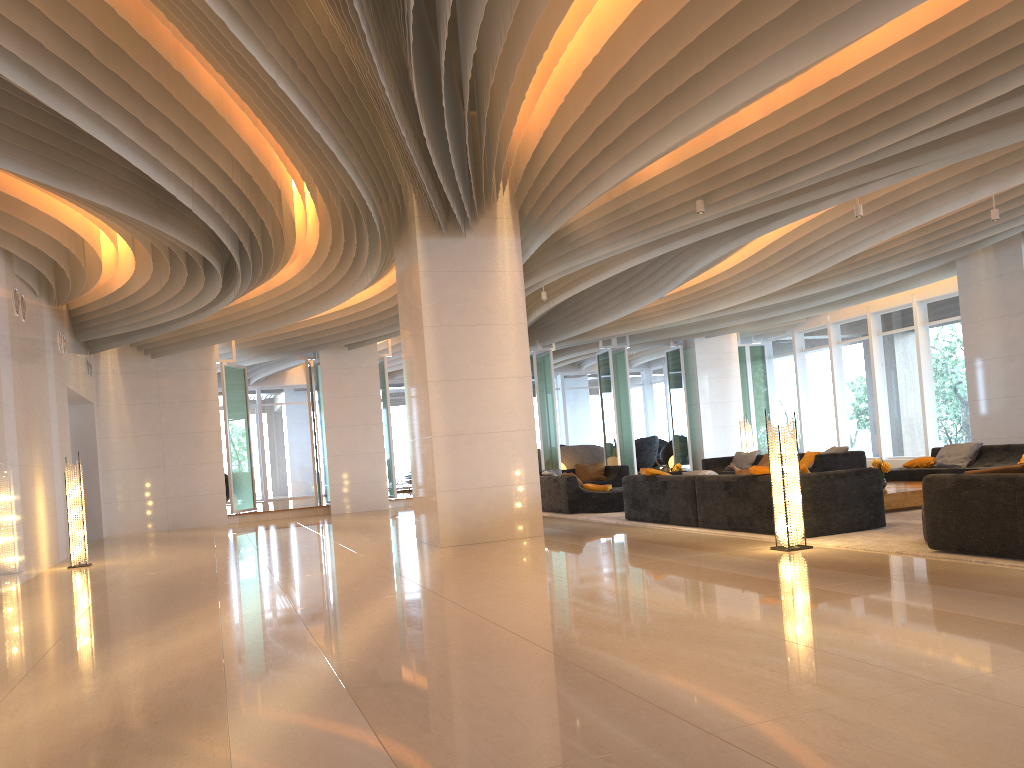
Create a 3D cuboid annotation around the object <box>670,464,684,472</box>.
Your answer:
[{"bbox_3d":[2.921,1.576,15.670,0.235,0.376,0.268,-5,-2,12],"label":"object"}]

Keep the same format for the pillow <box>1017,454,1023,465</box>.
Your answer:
[{"bbox_3d":[6.655,0.915,11.071,0.454,0.393,0.632,-3,-4,-20],"label":"pillow"}]

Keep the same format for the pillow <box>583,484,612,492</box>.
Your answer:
[{"bbox_3d":[1.313,1.582,13.583,0.407,0.135,0.420,-6,-4,14],"label":"pillow"}]

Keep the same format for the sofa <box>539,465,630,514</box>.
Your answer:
[{"bbox_3d":[1.527,1.761,15.591,2.853,0.652,5.050,-3,-5,-19],"label":"sofa"}]

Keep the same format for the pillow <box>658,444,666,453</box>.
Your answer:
[{"bbox_3d":[4.906,2.093,28.868,0.502,0.408,0.466,-5,-3,7],"label":"pillow"}]

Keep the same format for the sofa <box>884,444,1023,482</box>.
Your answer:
[{"bbox_3d":[6.258,1.100,11.565,1.365,0.581,4.110,-3,-5,-21],"label":"sofa"}]

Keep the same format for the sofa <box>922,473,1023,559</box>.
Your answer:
[{"bbox_3d":[3.860,0.876,6.307,1.368,0.575,2.236,-3,-5,-19],"label":"sofa"}]

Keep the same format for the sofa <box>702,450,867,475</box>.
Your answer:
[{"bbox_3d":[4.853,1.582,16.228,0.951,0.581,3.749,-3,-5,-19],"label":"sofa"}]

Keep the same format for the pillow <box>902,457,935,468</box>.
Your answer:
[{"bbox_3d":[5.938,1.150,12.848,0.443,0.192,0.595,-7,-5,35],"label":"pillow"}]

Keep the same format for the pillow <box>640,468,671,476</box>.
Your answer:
[{"bbox_3d":[1.897,1.214,11.050,0.547,0.377,0.641,-5,-4,2],"label":"pillow"}]

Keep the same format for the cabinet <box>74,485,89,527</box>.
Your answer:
[{"bbox_3d":[-7.330,2.009,14.459,0.565,0.660,1.499,-4,-4,-19],"label":"cabinet"}]

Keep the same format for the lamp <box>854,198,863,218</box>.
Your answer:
[{"bbox_3d":[4.124,-2.762,10.701,0.088,1.504,0.090,-6,-2,43],"label":"lamp"}]

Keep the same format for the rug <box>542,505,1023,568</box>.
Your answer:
[{"bbox_3d":[4.407,1.496,10.952,5.567,0.022,16.099,-3,-5,-19],"label":"rug"}]

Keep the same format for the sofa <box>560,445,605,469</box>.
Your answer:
[{"bbox_3d":[1.671,2.167,24.711,2.530,0.899,1.126,-7,-4,30],"label":"sofa"}]

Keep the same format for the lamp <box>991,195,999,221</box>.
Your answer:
[{"bbox_3d":[6.186,-2.866,11.468,0.090,1.504,0.088,-4,-1,-29],"label":"lamp"}]

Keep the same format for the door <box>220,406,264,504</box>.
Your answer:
[{"bbox_3d":[-8.008,2.057,25.558,1.473,2.767,0.059,-4,-1,-20],"label":"door"}]

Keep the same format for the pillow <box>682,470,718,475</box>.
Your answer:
[{"bbox_3d":[2.257,1.179,10.233,0.424,0.376,0.582,-4,-4,-17],"label":"pillow"}]

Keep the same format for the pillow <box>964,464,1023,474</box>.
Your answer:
[{"bbox_3d":[3.537,0.731,6.179,0.401,0.391,0.601,-4,-4,-17],"label":"pillow"}]

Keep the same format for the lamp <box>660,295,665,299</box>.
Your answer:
[{"bbox_3d":[2.584,-2.252,15.577,0.088,1.504,0.090,-5,-1,25],"label":"lamp"}]

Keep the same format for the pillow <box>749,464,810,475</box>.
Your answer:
[{"bbox_3d":[2.719,0.956,8.634,0.556,0.377,0.630,-1,-5,-42],"label":"pillow"}]

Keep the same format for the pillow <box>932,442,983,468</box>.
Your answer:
[{"bbox_3d":[6.200,1.038,12.399,0.466,0.416,0.660,-3,-4,-19],"label":"pillow"}]

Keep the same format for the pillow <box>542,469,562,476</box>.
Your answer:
[{"bbox_3d":[0.834,1.851,17.647,0.411,0.312,0.320,-3,-3,-18],"label":"pillow"}]

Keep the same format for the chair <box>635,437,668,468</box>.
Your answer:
[{"bbox_3d":[4.567,2.206,28.769,1.523,1.004,1.134,-4,-3,-7],"label":"chair"}]

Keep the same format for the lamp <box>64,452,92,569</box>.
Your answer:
[{"bbox_3d":[-5.524,1.590,11.235,0.252,1.448,0.248,-4,-1,-20],"label":"lamp"}]

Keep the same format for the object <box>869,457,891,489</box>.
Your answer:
[{"bbox_3d":[4.362,1.051,10.509,0.236,0.376,0.266,-5,-2,2],"label":"object"}]

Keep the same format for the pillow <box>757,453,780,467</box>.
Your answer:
[{"bbox_3d":[4.810,1.458,16.693,0.325,0.312,0.404,-3,-3,-22],"label":"pillow"}]

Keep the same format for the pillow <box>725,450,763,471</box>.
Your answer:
[{"bbox_3d":[4.555,1.513,17.488,0.556,0.377,0.630,-1,-5,-42],"label":"pillow"}]

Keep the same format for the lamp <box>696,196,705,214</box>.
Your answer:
[{"bbox_3d":[2.050,-2.659,9.920,0.090,1.504,0.088,-4,-1,-29],"label":"lamp"}]

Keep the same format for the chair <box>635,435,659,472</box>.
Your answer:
[{"bbox_3d":[3.702,2.047,25.900,1.120,1.004,1.542,-7,-4,43],"label":"chair"}]

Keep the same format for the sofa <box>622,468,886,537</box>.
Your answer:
[{"bbox_3d":[2.451,1.270,9.886,0.951,0.581,3.749,-3,-5,-19],"label":"sofa"}]

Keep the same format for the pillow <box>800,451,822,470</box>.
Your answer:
[{"bbox_3d":[5.200,1.336,15.545,0.325,0.312,0.405,-4,-3,-17],"label":"pillow"}]

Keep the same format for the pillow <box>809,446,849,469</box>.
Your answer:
[{"bbox_3d":[5.376,1.256,15.071,0.547,0.377,0.641,-5,-4,2],"label":"pillow"}]

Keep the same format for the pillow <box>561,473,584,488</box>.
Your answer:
[{"bbox_3d":[0.982,1.521,13.793,0.331,0.310,0.421,-4,-3,-18],"label":"pillow"}]

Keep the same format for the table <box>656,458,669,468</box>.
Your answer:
[{"bbox_3d":[4.985,2.441,27.809,1.087,0.318,0.814,-4,-4,-13],"label":"table"}]

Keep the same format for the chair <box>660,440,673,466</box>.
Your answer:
[{"bbox_3d":[5.205,2.003,26.852,1.531,1.004,1.129,-3,-3,-17],"label":"chair"}]

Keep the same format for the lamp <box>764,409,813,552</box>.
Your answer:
[{"bbox_3d":[2.308,0.794,7.484,0.252,1.196,0.248,-4,-1,-20],"label":"lamp"}]

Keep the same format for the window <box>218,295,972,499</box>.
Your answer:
[{"bbox_3d":[7.617,-0.335,14.378,53.728,3.214,22.503,-8,-5,35],"label":"window"}]

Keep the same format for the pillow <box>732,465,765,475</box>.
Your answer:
[{"bbox_3d":[2.585,1.038,9.261,0.448,0.409,0.597,-4,-4,-18],"label":"pillow"}]

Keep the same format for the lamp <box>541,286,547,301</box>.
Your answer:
[{"bbox_3d":[0.479,-2.147,14.793,0.088,1.504,0.090,-5,-1,25],"label":"lamp"}]

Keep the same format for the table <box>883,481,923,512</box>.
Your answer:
[{"bbox_3d":[4.500,1.351,10.651,1.616,0.219,1.589,-3,-5,-20],"label":"table"}]

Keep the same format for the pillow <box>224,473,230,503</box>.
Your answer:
[{"bbox_3d":[-7.013,2.411,19.734,1.534,1.004,1.126,-3,-3,-22],"label":"pillow"}]

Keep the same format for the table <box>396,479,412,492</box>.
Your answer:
[{"bbox_3d":[-2.895,2.786,24.249,1.087,0.318,0.814,-4,-4,-13],"label":"table"}]

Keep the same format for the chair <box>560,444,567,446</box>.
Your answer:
[{"bbox_3d":[1.709,2.273,26.740,1.541,1.004,1.121,-2,-4,-37],"label":"chair"}]

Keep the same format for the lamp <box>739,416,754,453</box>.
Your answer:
[{"bbox_3d":[4.936,1.338,18.568,0.252,1.448,0.248,-4,-1,-20],"label":"lamp"}]

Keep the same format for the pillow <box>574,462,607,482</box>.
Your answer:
[{"bbox_3d":[1.588,1.786,17.947,0.638,0.377,0.549,-5,-3,2],"label":"pillow"}]
